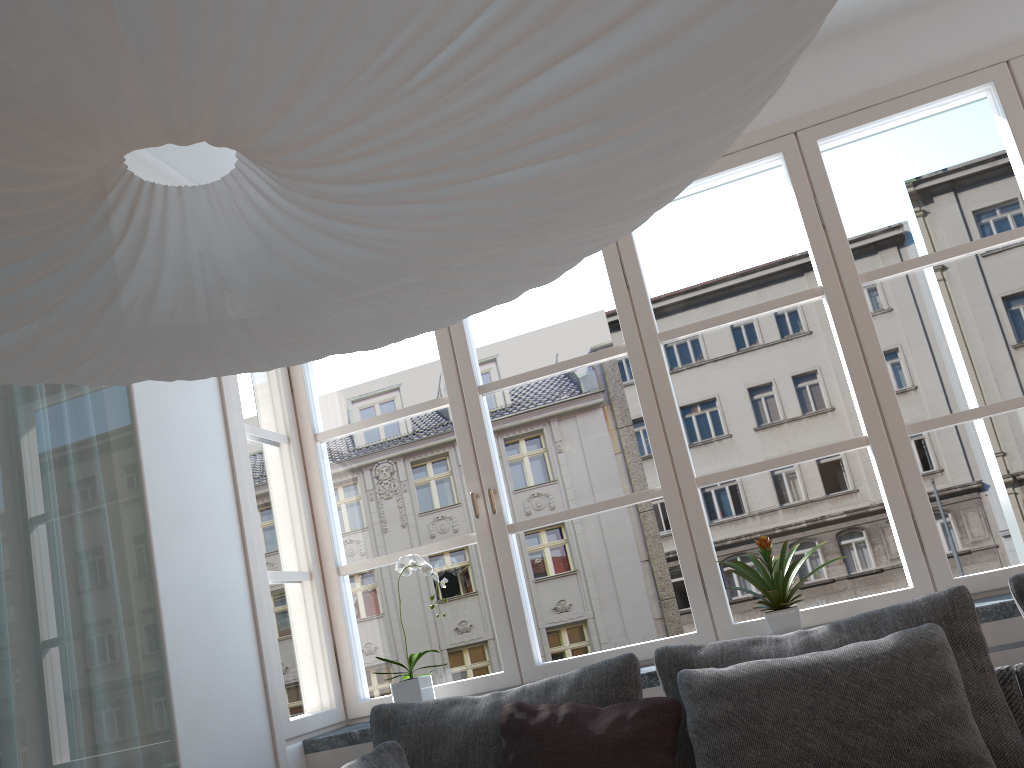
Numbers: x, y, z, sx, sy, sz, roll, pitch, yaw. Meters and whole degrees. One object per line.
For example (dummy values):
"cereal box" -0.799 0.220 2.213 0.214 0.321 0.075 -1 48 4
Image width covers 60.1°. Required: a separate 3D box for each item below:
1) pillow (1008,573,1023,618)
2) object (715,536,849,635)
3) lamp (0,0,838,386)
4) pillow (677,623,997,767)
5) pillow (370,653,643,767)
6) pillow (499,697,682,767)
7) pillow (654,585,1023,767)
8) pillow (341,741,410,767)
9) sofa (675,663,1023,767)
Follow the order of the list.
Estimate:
"pillow" 1.650 0.577 1.993 0.840 0.470 0.278 -16 -13 14
"object" 0.840 0.621 2.723 0.375 0.323 0.328 -10 -14 -11
"lamp" -0.340 -0.243 0.906 1.468 0.207 1.496 0 -20 -38
"pillow" 0.748 0.825 2.089 0.670 0.391 0.295 -16 -14 14
"pillow" -0.020 1.063 2.428 0.840 0.471 0.278 -16 -13 14
"pillow" 0.179 0.983 2.213 0.524 0.397 0.314 -16 -14 16
"pillow" 0.797 0.826 2.226 0.843 0.468 0.280 -16 -13 14
"pillow" -0.381 1.117 2.209 0.514 0.354 0.353 -2 -17 -36
"sofa" 0.662 0.926 1.319 3.082 0.661 2.064 -16 -16 14
